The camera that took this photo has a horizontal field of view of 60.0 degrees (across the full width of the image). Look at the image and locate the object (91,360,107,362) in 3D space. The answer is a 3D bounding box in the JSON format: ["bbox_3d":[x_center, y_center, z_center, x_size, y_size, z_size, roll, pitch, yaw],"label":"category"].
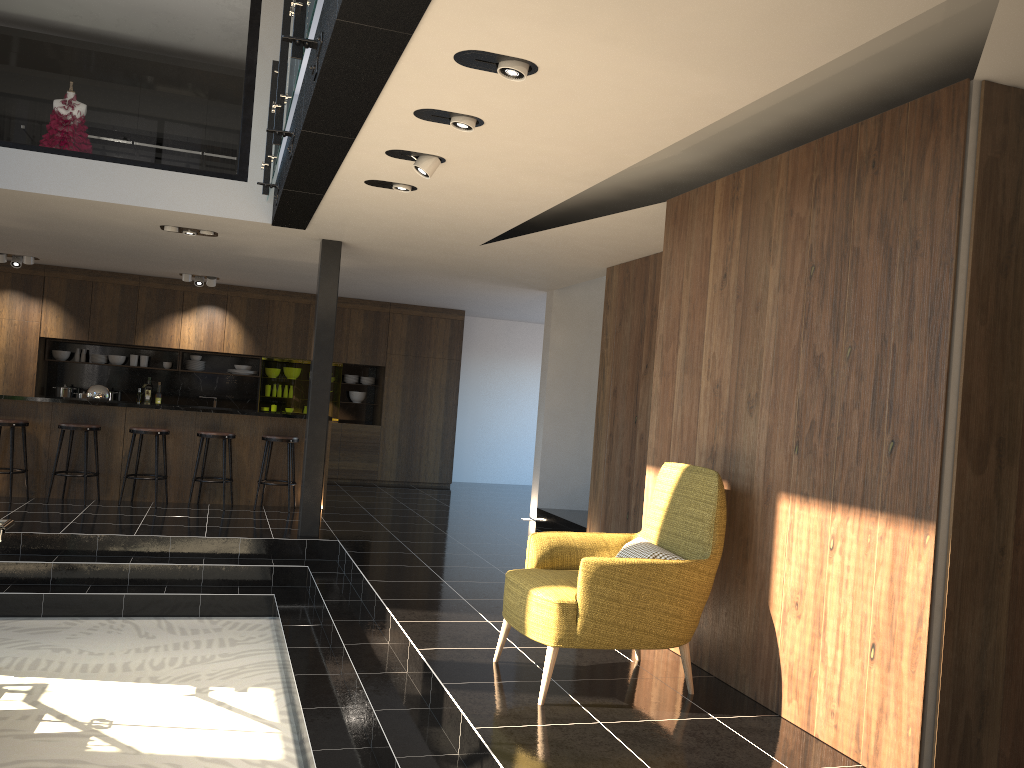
[{"bbox_3d":[-5.803,-0.313,12.446,0.220,0.033,0.220,5,-1,-21],"label":"object"}]

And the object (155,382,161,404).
[{"bbox_3d":[-5.097,0.167,12.790,0.077,0.395,0.077,4,0,24],"label":"object"}]

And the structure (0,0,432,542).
[{"bbox_3d":[-2.076,-0.216,3.607,3.448,4.868,7.278,5,-1,-19],"label":"structure"}]

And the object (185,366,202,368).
[{"bbox_3d":[-4.615,-0.235,12.918,0.269,0.024,0.269,4,-1,20],"label":"object"}]

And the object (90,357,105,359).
[{"bbox_3d":[-5.800,-0.348,12.447,0.220,0.033,0.220,5,-1,-21],"label":"object"}]

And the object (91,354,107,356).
[{"bbox_3d":[-5.797,-0.393,12.447,0.220,0.033,0.220,5,-1,-21],"label":"object"}]

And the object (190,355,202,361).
[{"bbox_3d":[-4.607,-0.370,12.918,0.168,0.087,0.168,4,-1,2],"label":"object"}]

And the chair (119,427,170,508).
[{"bbox_3d":[-3.789,0.859,9.199,0.412,0.799,0.412,4,-1,-9],"label":"chair"}]

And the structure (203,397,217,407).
[{"bbox_3d":[-4.335,0.305,12.631,0.243,0.231,0.173,5,-1,-18],"label":"structure"}]

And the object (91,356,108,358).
[{"bbox_3d":[-5.799,-0.368,12.447,0.220,0.033,0.220,5,-1,-21],"label":"object"}]

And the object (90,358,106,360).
[{"bbox_3d":[-5.801,-0.335,12.446,0.220,0.033,0.220,5,-1,-21],"label":"object"}]

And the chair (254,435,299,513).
[{"bbox_3d":[-2.538,0.963,9.609,0.412,0.799,0.412,4,-1,-9],"label":"chair"}]

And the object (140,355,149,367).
[{"bbox_3d":[-5.234,-0.321,12.616,0.109,0.161,0.109,4,-1,-6],"label":"object"}]

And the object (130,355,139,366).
[{"bbox_3d":[-5.361,-0.332,12.575,0.109,0.161,0.109,5,-1,-36],"label":"object"}]

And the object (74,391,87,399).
[{"bbox_3d":[-5.898,0.174,12.208,0.195,0.143,0.210,4,-1,30],"label":"object"}]

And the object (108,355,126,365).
[{"bbox_3d":[-5.582,-0.331,12.527,0.234,0.138,0.234,4,-1,2],"label":"object"}]

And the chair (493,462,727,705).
[{"bbox_3d":[0.499,0.936,4.469,1.031,1.097,0.807,5,-1,-19],"label":"chair"}]

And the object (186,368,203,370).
[{"bbox_3d":[-4.617,-0.208,12.918,0.269,0.024,0.269,4,-1,20],"label":"object"}]

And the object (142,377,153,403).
[{"bbox_3d":[-5.243,0.127,12.734,0.133,0.451,0.116,5,0,-18],"label":"object"}]

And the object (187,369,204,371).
[{"bbox_3d":[-4.618,-0.200,12.918,0.269,0.024,0.269,4,-1,20],"label":"object"}]

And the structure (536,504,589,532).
[{"bbox_3d":[2.358,0.186,7.456,1.964,3.017,6.661,5,-1,-18],"label":"structure"}]

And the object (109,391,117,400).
[{"bbox_3d":[-5.616,0.166,12.178,0.278,0.218,0.300,4,-1,15],"label":"object"}]

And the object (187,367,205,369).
[{"bbox_3d":[-4.615,-0.228,12.918,0.269,0.024,0.269,4,-1,20],"label":"object"}]

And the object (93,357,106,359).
[{"bbox_3d":[-5.800,-0.358,12.447,0.220,0.033,0.220,5,-1,-21],"label":"object"}]

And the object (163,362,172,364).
[{"bbox_3d":[-4.948,-0.276,12.735,0.122,0.072,0.122,4,-1,7],"label":"object"}]

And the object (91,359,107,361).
[{"bbox_3d":[-5.802,-0.325,12.446,0.220,0.033,0.220,5,-1,-21],"label":"object"}]

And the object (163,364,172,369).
[{"bbox_3d":[-4.950,-0.252,12.735,0.122,0.072,0.122,4,-1,7],"label":"object"}]

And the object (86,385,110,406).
[{"bbox_3d":[-4.330,0.120,9.283,0.227,0.228,0.227,4,-1,33],"label":"object"}]

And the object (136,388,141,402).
[{"bbox_3d":[-5.343,0.201,12.698,0.058,0.287,0.058,4,0,-5],"label":"object"}]

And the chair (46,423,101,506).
[{"bbox_3d":[-4.414,0.806,8.994,0.412,0.799,0.412,4,-1,-9],"label":"chair"}]

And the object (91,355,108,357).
[{"bbox_3d":[-5.798,-0.381,12.447,0.220,0.033,0.220,5,-1,-21],"label":"object"}]

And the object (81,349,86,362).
[{"bbox_3d":[-5.989,-0.397,12.393,0.060,0.185,0.060,4,-1,41],"label":"object"}]

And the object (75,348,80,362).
[{"bbox_3d":[-6.061,-0.404,12.369,0.060,0.185,0.060,4,-1,13],"label":"object"}]

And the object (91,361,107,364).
[{"bbox_3d":[-5.804,-0.300,12.446,0.220,0.033,0.220,5,-1,-21],"label":"object"}]

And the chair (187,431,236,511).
[{"bbox_3d":[-3.163,0.911,9.404,0.412,0.799,0.412,4,-1,-9],"label":"chair"}]

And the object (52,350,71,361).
[{"bbox_3d":[-6.259,-0.390,12.305,0.234,0.138,0.234,5,-1,-15],"label":"object"}]

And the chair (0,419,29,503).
[{"bbox_3d":[-5.040,0.754,8.789,0.412,0.799,0.412,4,-1,-9],"label":"chair"}]

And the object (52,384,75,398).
[{"bbox_3d":[-6.166,0.115,12.215,0.236,0.218,0.255,4,-1,30],"label":"object"}]
